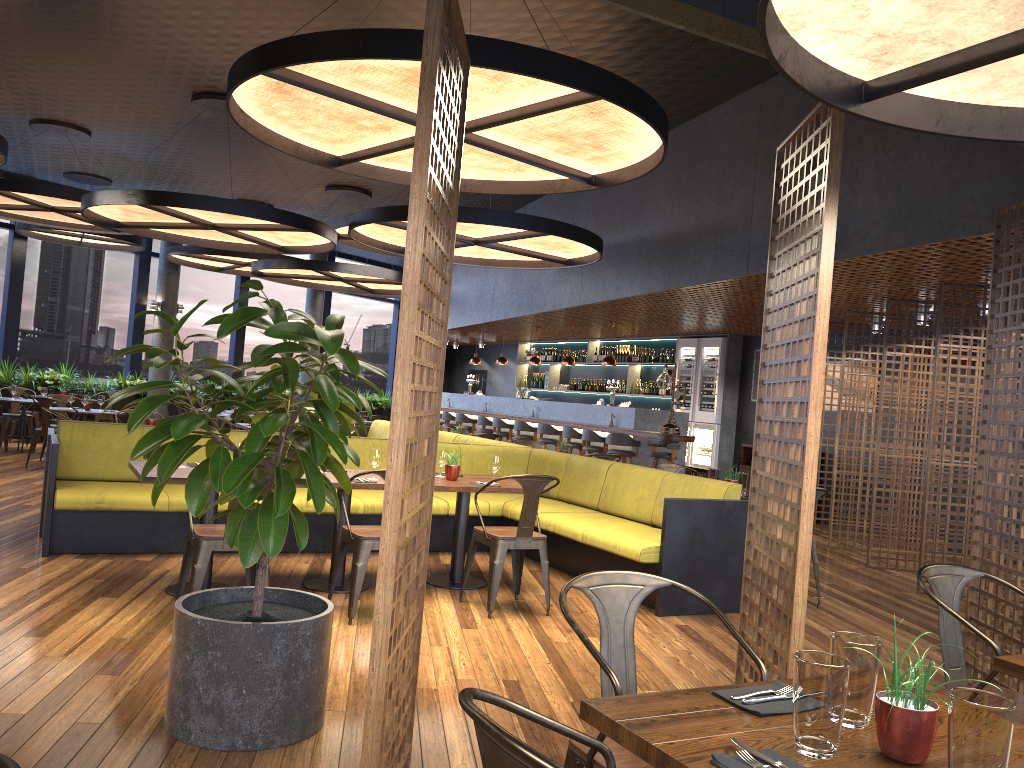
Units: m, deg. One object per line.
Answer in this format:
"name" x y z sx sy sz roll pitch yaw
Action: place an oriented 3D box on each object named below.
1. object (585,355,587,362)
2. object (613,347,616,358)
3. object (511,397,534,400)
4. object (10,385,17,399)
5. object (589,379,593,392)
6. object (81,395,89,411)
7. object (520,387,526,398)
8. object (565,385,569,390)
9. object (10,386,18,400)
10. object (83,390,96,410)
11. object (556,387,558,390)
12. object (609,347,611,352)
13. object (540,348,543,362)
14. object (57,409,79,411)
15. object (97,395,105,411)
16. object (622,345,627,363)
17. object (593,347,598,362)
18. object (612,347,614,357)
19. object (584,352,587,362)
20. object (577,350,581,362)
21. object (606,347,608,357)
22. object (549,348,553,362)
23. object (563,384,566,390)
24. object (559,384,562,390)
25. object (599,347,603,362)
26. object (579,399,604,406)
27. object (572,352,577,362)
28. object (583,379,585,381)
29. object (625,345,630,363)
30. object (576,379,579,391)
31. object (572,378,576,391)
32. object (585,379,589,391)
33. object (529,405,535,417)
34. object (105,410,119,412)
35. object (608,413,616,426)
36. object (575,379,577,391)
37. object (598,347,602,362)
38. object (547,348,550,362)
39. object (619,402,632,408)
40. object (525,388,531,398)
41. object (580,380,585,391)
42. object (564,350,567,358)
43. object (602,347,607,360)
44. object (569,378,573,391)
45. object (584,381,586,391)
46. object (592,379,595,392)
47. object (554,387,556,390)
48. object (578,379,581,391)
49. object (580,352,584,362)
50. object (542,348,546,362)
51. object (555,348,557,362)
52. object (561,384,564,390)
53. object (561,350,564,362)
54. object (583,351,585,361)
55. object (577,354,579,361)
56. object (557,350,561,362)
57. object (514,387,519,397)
"object" 1.514 -0.540 17.777 0.088 0.224 0.088 5 -1 -13
"object" 1.985 -0.555 17.104 0.085 0.310 0.086 5 -1 13
"object" 0.197 0.265 16.315 0.273 0.019 0.437 5 -1 -28
"object" -7.457 0.117 13.267 0.097 0.206 0.097 6 -1 -41
"object" 1.568 0.028 17.625 0.063 0.254 0.063 5 -1 14
"object" -5.533 0.249 11.489 0.097 0.206 0.097 5 -1 -21
"object" 0.193 0.167 16.171 0.105 0.209 0.105 5 -1 7
"object" 1.149 0.073 18.452 0.084 0.119 0.084 5 -1 17
"object" -7.247 0.129 12.907 0.097 0.206 0.097 4 -1 30
"object" -5.614 0.211 11.745 0.260 0.271 0.238 5 -1 11
"object" 0.948 0.092 18.788 0.042 0.059 0.042 4 -1 24
"object" 1.890 -0.564 17.081 0.085 0.310 0.086 5 -1 6
"object" 0.661 -0.629 19.359 0.085 0.310 0.086 5 -1 6
"object" -5.696 0.328 11.411 0.157 0.019 0.255 5 -1 15
"object" -5.528 0.257 11.928 0.097 0.206 0.097 4 -1 34
"object" 2.121 -0.563 16.615 0.084 0.330 0.084 5 -1 -21
"object" 1.661 -0.576 17.505 0.085 0.310 0.086 5 -1 -1
"object" 1.942 -0.557 17.189 0.085 0.310 0.086 5 -1 -1
"object" 1.506 -0.535 17.930 0.068 0.217 0.068 5 -1 -23
"object" 1.374 -0.561 18.054 0.063 0.254 0.063 4 -1 20
"object" 1.851 -0.562 17.358 0.085 0.310 0.086 5 -1 13
"object" 0.848 -0.619 19.006 0.085 0.310 0.086 5 -1 6
"object" 1.108 0.071 18.529 0.084 0.119 0.084 5 -1 17
"object" 1.028 0.067 18.680 0.084 0.119 0.084 5 -1 17
"object" 1.756 -0.571 17.334 0.085 0.310 0.086 5 -1 6
"object" 1.203 0.271 14.265 0.200 0.106 0.766 5 -1 -28
"object" 1.284 -0.551 18.212 0.088 0.224 0.088 5 -1 -33
"object" 1.461 0.027 18.102 0.063 0.254 0.063 4 -1 34
"object" 2.168 -0.560 16.531 0.084 0.330 0.084 5 -1 -21
"object" 1.361 0.020 18.187 0.063 0.254 0.063 4 -1 19
"object" 1.269 0.012 18.151 0.063 0.254 0.063 6 -1 -41
"object" 1.511 0.026 17.750 0.063 0.254 0.063 5 -1 -10
"object" 0.361 0.471 15.363 0.069 0.203 0.114 6 -1 -39
"object" -5.372 0.363 11.868 0.255 0.019 0.157 5 -1 -30
"object" 1.492 0.530 13.239 0.114 0.203 0.069 5 -1 7
"object" 1.303 0.017 18.296 0.063 0.254 0.063 6 -1 -36
"object" 1.758 -0.567 17.524 0.085 0.310 0.086 5 -1 -13
"object" 0.801 -0.621 19.099 0.085 0.310 0.086 5 -1 -9
"object" 1.699 0.303 13.285 0.177 0.091 0.091 4 -1 37
"object" 0.291 0.176 16.231 0.105 0.209 0.105 5 -1 7
"object" 1.423 0.036 17.903 0.088 0.224 0.088 5 -1 -13
"object" 1.118 -0.575 18.497 0.063 0.254 0.063 5 -1 -10
"object" 1.797 -0.568 17.251 0.085 0.310 0.086 5 -1 -1
"object" 1.222 0.010 18.241 0.063 0.254 0.063 4 -1 34
"object" 1.470 0.041 18.007 0.088 0.224 0.088 4 -1 27
"object" 1.630 0.034 17.683 0.063 0.254 0.063 4 -1 34
"object" 0.904 0.089 18.791 0.042 0.059 0.042 4 -1 24
"object" 1.384 0.020 18.057 0.063 0.254 0.063 5 -1 0
"object" 1.420 -0.542 17.893 0.068 0.217 0.068 6 -1 -43
"object" 0.702 -0.627 19.275 0.085 0.310 0.086 5 -1 -1
"object" 0.931 -0.611 19.051 0.085 0.310 0.086 5 -1 13
"object" 1.068 0.069 18.605 0.084 0.119 0.084 5 -1 17
"object" 1.077 -0.577 18.615 0.063 0.254 0.063 4 -1 34
"object" 1.458 -0.554 18.085 0.063 0.254 0.063 5 -1 0
"object" 1.381 -0.542 18.254 0.088 0.224 0.088 5 -1 -33
"object" 0.998 -0.582 18.703 0.063 0.254 0.063 4 -1 44
"object" 0.080 0.161 16.391 0.105 0.209 0.105 5 -1 7
